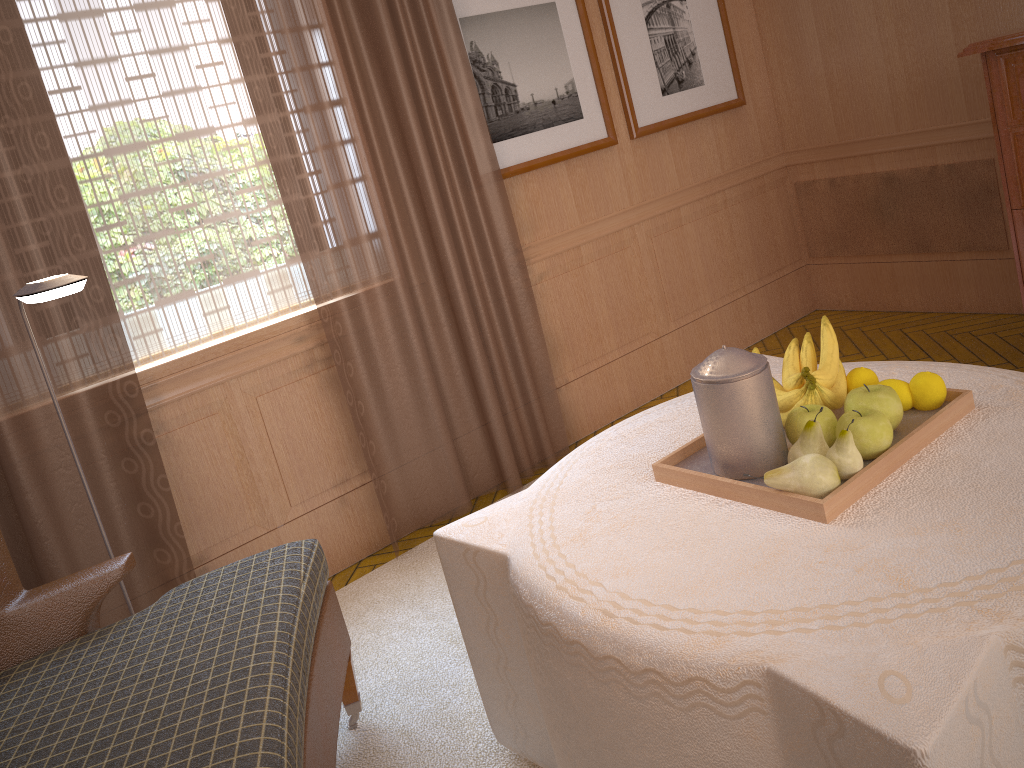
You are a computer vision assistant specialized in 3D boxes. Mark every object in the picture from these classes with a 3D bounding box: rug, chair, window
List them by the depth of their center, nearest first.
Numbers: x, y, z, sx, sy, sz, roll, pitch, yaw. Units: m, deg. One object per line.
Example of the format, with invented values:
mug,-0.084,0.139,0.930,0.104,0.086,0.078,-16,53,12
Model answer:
rug,1.198,1.528,1.307,6.125,0.020,7.979,-25,19,-31
chair,-1.437,0.876,2.355,1.729,1.935,1.945,-17,13,-8
window,-2.121,-1.772,4.619,2.486,3.314,0.846,-23,13,-33

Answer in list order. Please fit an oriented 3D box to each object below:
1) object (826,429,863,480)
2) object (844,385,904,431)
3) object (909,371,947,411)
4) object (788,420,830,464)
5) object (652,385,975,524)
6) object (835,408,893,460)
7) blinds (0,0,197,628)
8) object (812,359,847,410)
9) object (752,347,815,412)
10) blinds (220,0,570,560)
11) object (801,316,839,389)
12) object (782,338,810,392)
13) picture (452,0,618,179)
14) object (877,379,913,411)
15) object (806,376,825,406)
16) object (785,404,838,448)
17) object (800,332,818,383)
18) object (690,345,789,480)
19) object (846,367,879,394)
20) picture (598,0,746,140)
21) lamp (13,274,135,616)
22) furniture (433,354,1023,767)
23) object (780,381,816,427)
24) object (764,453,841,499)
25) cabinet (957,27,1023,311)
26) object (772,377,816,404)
object,0.928,0.195,2.473,0.098,0.145,0.100,-15,12,3
object,1.117,0.083,2.721,0.168,0.144,0.177,-12,14,13
object,1.320,0.024,2.800,0.113,0.131,0.110,-12,13,13
object,0.868,0.196,2.575,0.130,0.193,0.133,-15,12,3
object,0.951,0.168,2.797,0.818,0.059,0.641,-25,19,-32
object,1.037,0.149,2.588,0.158,0.132,0.160,-22,15,-28
blinds,-2.558,-0.667,3.645,1.457,4.708,0.266,-22,12,-32
object,1.073,-0.019,2.941,0.072,0.169,0.409,-8,16,32
object,0.877,-0.001,2.944,0.104,0.156,0.382,-17,15,-9
blinds,-0.755,-1.530,4.929,1.479,4.698,0.266,-22,12,-34
object,1.045,-0.092,2.938,0.070,0.165,0.417,-8,16,33
object,0.954,-0.054,2.995,0.090,0.126,0.421,-12,16,16
picture,0.085,-2.014,5.656,1.277,1.225,0.047,-24,13,-33
object,1.238,0.038,2.847,0.113,0.108,0.134,-22,15,-29
object,1.024,0.003,2.961,0.061,0.195,0.397,-11,15,22
object,0.926,0.140,2.718,0.158,0.132,0.160,-22,15,-28
object,0.992,-0.037,2.962,0.064,0.168,0.388,-11,15,23
object,0.693,0.065,2.709,0.232,0.385,0.241,-10,12,23
object,1.190,0.007,2.994,0.113,0.131,0.110,-12,13,13
picture,1.177,-2.533,6.432,1.277,1.225,0.047,-24,13,-33
lamp,-1.347,0.581,3.186,0.625,1.987,0.579,-12,11,18
furniture,1.011,0.646,2.828,1.996,0.882,1.952,-26,18,-35
object,0.877,0.052,2.946,0.072,0.182,0.397,-19,15,-18
object,0.808,0.268,2.428,0.196,0.126,0.135,-18,13,-13
cabinet,3.841,-0.942,3.891,1.446,1.903,2.773,-23,16,-32
object,0.933,0.031,2.970,0.062,0.178,0.403,-16,15,-3
